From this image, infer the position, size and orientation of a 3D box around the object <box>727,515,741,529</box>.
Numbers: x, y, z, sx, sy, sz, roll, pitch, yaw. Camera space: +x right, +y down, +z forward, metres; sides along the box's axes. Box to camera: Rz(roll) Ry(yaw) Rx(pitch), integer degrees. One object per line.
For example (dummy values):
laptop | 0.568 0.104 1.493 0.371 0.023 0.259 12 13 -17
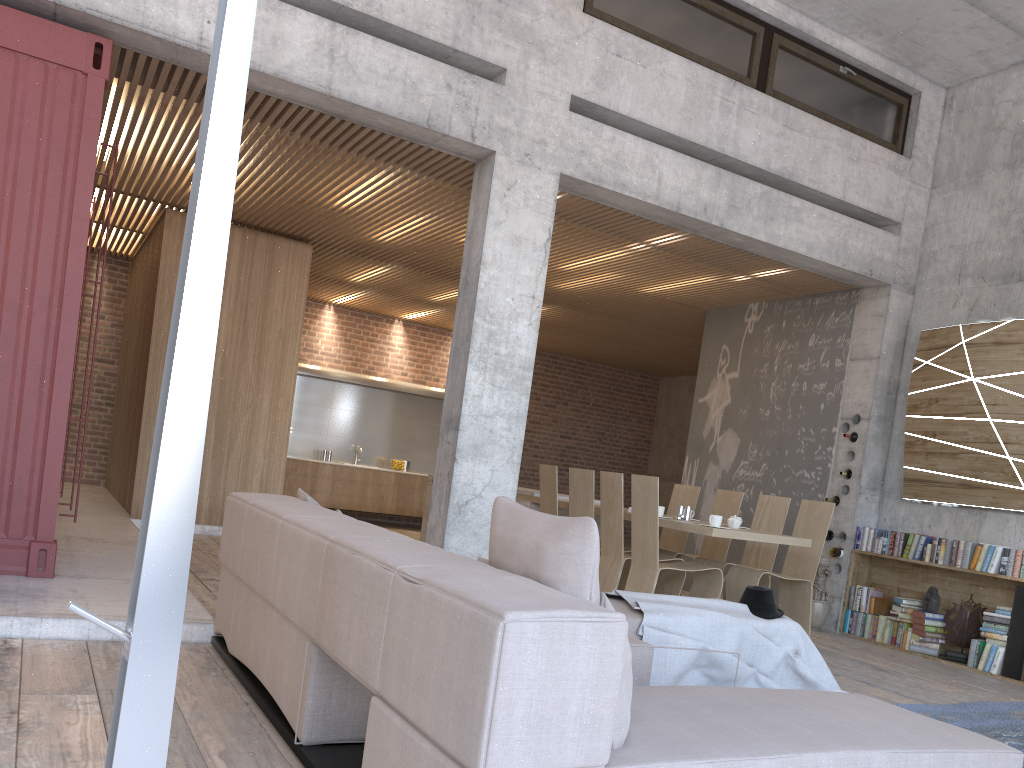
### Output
object | 1.767 1.096 6.973 0.124 0.112 0.088 9 -1 -37

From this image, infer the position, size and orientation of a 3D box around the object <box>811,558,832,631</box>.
object | 2.868 1.972 8.238 0.247 0.684 0.272 9 2 24

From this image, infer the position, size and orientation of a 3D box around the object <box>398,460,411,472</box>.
object | -1.685 1.287 13.741 0.192 0.170 0.190 8 -2 -17

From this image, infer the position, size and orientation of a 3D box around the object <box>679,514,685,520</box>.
object | 1.374 1.073 7.090 0.051 0.045 0.050 8 -2 -10

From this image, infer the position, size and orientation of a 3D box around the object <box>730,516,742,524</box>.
object | 1.843 1.141 7.243 0.092 0.088 0.118 7 -3 26

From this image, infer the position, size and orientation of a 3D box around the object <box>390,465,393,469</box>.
object | -1.838 1.275 13.476 0.060 0.057 0.052 8 -1 8

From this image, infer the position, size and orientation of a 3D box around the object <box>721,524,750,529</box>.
object | 1.838 1.179 7.236 0.187 0.014 0.184 10 -6 -25

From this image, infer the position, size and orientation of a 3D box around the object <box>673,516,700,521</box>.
object | 1.507 1.169 7.589 0.186 0.014 0.185 9 -6 -15

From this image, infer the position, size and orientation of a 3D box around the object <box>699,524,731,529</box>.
object | 1.489 1.051 6.444 0.187 0.014 0.183 13 -8 -42

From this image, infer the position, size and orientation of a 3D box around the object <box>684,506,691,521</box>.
object | 1.424 1.051 7.125 0.052 0.112 0.052 8 1 17

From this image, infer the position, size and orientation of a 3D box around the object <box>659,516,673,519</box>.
object | 1.180 1.074 7.098 0.187 0.014 0.183 13 -8 -42

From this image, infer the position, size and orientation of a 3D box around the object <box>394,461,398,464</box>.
object | -1.768 1.209 13.400 0.061 0.052 0.054 7 -2 20

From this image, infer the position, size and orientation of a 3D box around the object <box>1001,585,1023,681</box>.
object | 4.019 1.960 6.840 0.275 0.762 0.150 7 3 -29

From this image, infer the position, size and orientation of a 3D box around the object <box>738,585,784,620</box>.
object | 1.418 1.245 5.040 0.302 0.169 0.299 11 -5 -41

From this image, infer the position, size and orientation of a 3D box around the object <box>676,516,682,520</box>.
object | 1.348 1.083 7.090 0.050 0.019 0.051 3 -7 44

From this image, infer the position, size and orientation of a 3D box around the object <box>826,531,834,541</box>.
object | 3.127 1.476 8.455 0.338 0.090 0.089 11 -3 -29

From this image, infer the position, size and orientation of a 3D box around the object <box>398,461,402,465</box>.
object | -1.711 1.207 13.416 0.051 0.053 0.064 7 -2 20

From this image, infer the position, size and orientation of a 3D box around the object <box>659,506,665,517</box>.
object | 1.182 1.031 7.083 0.093 0.088 0.118 7 -3 15

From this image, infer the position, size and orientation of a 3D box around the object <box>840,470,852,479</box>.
object | 3.231 0.865 8.296 0.350 0.094 0.093 11 -3 -29

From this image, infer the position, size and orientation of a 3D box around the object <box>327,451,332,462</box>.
object | -2.723 1.076 13.076 0.060 0.160 0.059 7 2 -13

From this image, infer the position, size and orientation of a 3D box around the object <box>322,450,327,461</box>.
object | -2.784 1.064 13.042 0.060 0.160 0.059 7 2 -13

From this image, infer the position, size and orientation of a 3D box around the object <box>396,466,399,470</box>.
object | -1.750 1.287 13.402 0.051 0.053 0.064 7 -2 15

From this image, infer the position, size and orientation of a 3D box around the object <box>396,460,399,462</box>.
object | -1.757 1.190 13.465 0.051 0.054 0.063 8 -2 8

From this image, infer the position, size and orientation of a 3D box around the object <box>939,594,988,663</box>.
object | 3.773 2.019 7.287 0.341 0.570 0.197 8 2 21

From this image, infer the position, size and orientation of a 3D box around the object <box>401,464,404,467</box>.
object | -1.683 1.251 13.460 0.062 0.054 0.052 9 -2 -37

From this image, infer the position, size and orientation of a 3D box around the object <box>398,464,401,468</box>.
object | -1.719 1.256 13.412 0.061 0.055 0.051 8 -1 -14

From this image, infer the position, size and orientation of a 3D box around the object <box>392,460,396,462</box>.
object | -1.815 1.184 13.452 0.054 0.051 0.062 9 -3 -36

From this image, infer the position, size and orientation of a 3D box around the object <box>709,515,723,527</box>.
object | 1.492 1.007 6.429 0.093 0.088 0.118 7 -3 15

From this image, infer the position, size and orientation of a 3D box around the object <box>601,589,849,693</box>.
object | 1.227 1.482 4.983 1.602 0.503 1.043 9 -4 -10

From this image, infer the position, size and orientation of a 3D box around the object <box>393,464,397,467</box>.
object | -1.778 1.252 13.376 0.061 0.054 0.052 8 -1 -16

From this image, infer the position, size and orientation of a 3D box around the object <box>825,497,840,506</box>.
object | 3.118 1.120 8.372 0.341 0.095 0.094 11 -3 -29

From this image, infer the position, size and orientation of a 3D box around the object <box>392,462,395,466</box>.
object | -1.806 1.230 13.441 0.062 0.053 0.051 9 -2 -22

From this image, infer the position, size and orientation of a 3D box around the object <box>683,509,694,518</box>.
object | 1.514 1.131 7.596 0.092 0.088 0.118 7 -3 36

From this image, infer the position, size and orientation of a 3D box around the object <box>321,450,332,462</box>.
object | -2.751 1.051 13.058 0.145 0.211 0.052 8 2 -29

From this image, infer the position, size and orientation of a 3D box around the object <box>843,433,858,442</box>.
object | 3.246 0.507 8.261 0.338 0.090 0.089 11 -3 -29

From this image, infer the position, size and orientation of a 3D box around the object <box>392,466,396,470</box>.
object | -1.801 1.281 13.429 0.063 0.063 0.074 7 -2 27

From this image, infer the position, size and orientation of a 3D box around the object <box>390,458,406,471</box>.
object | -1.753 1.234 13.466 0.191 0.175 0.206 9 -2 -28

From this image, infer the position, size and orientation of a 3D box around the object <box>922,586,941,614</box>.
object | 3.567 1.832 7.458 0.137 0.229 0.144 7 0 -31

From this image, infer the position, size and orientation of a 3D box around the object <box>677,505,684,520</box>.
object | 1.372 1.047 7.150 0.052 0.110 0.052 8 1 17

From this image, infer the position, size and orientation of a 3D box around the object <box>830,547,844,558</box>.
object | 3.152 1.604 8.290 0.341 0.095 0.094 11 -3 -29

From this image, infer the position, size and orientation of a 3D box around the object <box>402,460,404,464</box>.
object | -1.682 1.203 13.476 0.050 0.060 0.059 8 -1 6

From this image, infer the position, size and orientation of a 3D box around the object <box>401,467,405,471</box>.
object | -1.673 1.301 13.442 0.063 0.052 0.052 10 -3 -44
